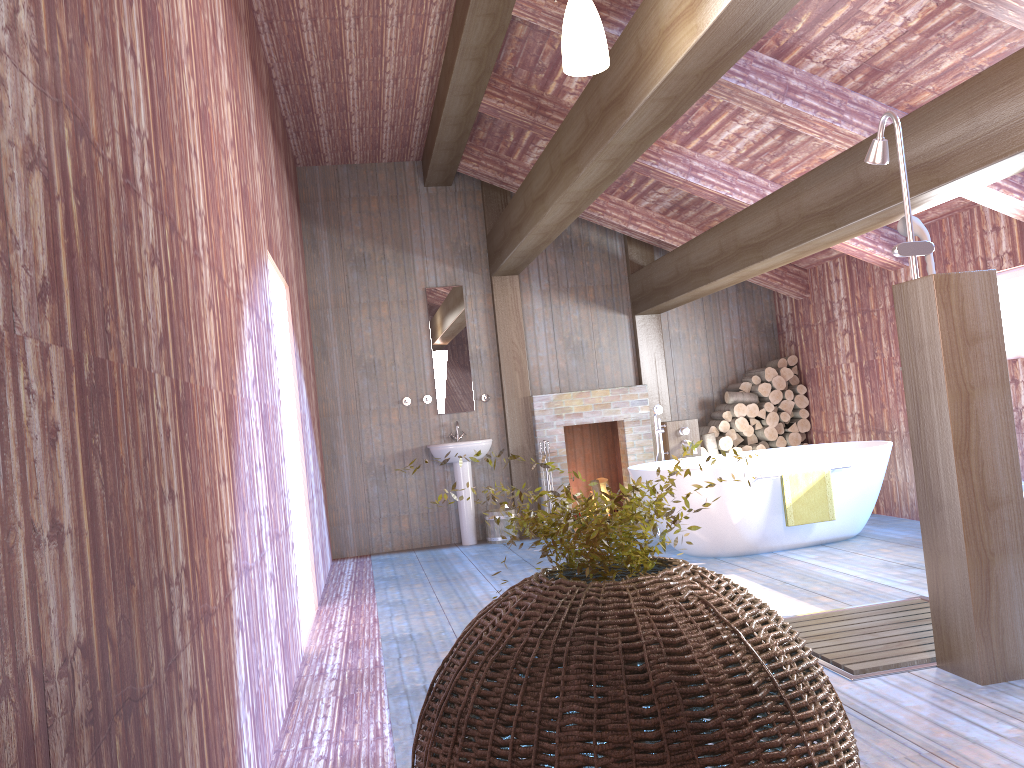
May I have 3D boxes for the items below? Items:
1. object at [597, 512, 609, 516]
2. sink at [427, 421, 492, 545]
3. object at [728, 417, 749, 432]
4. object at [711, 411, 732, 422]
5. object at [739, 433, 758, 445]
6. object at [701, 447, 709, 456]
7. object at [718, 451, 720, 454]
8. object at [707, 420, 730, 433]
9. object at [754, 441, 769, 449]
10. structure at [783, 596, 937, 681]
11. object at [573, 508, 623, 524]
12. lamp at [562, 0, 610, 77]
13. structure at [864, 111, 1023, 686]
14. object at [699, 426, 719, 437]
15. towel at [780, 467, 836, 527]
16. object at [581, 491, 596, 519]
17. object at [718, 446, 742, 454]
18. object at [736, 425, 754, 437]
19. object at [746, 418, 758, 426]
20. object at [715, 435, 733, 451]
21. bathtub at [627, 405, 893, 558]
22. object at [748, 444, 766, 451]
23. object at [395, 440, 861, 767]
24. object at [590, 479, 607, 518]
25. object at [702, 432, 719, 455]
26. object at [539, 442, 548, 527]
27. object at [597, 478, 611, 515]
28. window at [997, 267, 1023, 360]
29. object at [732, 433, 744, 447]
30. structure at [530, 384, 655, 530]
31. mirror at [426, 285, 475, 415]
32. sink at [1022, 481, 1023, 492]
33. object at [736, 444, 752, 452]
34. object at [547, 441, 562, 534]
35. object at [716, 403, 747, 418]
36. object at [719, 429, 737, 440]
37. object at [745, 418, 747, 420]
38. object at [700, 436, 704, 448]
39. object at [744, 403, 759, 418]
[{"bbox_3d":[0.873,1.329,8.788,0.085,0.084,0.278,-7,-3,36],"label":"object"},{"bbox_3d":[-0.433,0.905,8.102,0.582,1.143,0.475,-5,-2,-11],"label":"sink"},{"bbox_3d":[2.114,0.391,8.533,0.141,0.143,0.437,-5,-2,-12],"label":"object"},{"bbox_3d":[2.021,0.311,8.532,0.106,0.112,0.282,-5,-2,-9],"label":"object"},{"bbox_3d":[2.279,0.537,8.657,0.104,0.127,0.321,-5,-2,-10],"label":"object"},{"bbox_3d":[1.720,0.668,8.461,0.139,0.137,0.455,-5,-2,-12],"label":"object"},{"bbox_3d":[1.895,0.671,8.576,0.121,0.124,0.291,-5,-2,-9],"label":"object"},{"bbox_3d":[1.980,0.405,8.504,0.115,0.123,0.291,-5,-2,-9],"label":"object"},{"bbox_3d":[2.392,0.613,8.672,0.116,0.118,0.289,-5,-2,-12],"label":"object"},{"bbox_3d":[1.682,1.123,3.918,1.000,0.067,1.000,-5,-2,-10],"label":"structure"},{"bbox_3d":[0.838,1.358,9.096,0.829,0.085,0.935,-5,-2,-28],"label":"object"},{"bbox_3d":[0.226,-1.672,3.311,0.174,1.001,0.174,-5,-3,-29],"label":"lamp"},{"bbox_3d":[1.682,-0.016,3.430,0.328,2.209,0.522,-6,-2,11],"label":"structure"},{"bbox_3d":[1.874,0.462,8.531,0.114,0.113,0.301,-5,-2,-12],"label":"object"},{"bbox_3d":[2.002,0.762,5.991,0.370,0.361,0.032,-5,-2,-14],"label":"towel"},{"bbox_3d":[0.789,1.235,8.938,0.221,0.306,0.121,-6,-2,17],"label":"object"},{"bbox_3d":[2.058,0.663,8.527,0.139,0.148,0.458,-5,-2,-10],"label":"object"},{"bbox_3d":[2.217,0.446,8.546,0.115,0.123,0.291,-5,-2,-9],"label":"object"},{"bbox_3d":[2.280,0.363,8.565,0.088,0.092,0.280,-5,-2,-9],"label":"object"},{"bbox_3d":[1.963,0.562,8.500,0.138,0.147,0.440,-5,-2,-10],"label":"object"},{"bbox_3d":[1.839,0.635,6.551,1.935,1.109,1.460,-6,-2,12],"label":"bathtub"},{"bbox_3d":[2.300,0.627,8.554,0.098,0.100,0.437,-5,-2,-12],"label":"object"},{"bbox_3d":[0.243,0.648,1.973,0.972,1.073,0.970,-5,-3,-30],"label":"object"},{"bbox_3d":[0.865,1.165,8.787,0.098,0.434,0.283,-5,-2,-12],"label":"object"},{"bbox_3d":[1.869,0.607,8.307,0.147,0.298,0.109,-6,-2,-7],"label":"object"},{"bbox_3d":[0.248,0.951,8.062,0.136,0.846,0.062,-5,-3,-29],"label":"object"},{"bbox_3d":[0.934,1.182,9.030,0.140,0.459,0.266,-6,-2,8],"label":"object"},{"bbox_3d":[3.244,-0.439,6.163,0.054,0.587,1.255,-5,-2,-9],"label":"window"},{"bbox_3d":[2.132,0.536,8.629,0.128,0.150,0.323,-5,-2,-10],"label":"object"},{"bbox_3d":[0.789,0.719,8.466,1.130,1.330,0.226,-5,-2,-10],"label":"structure"},{"bbox_3d":[-0.580,-0.323,8.357,0.350,1.199,0.009,-5,-2,-10],"label":"mirror"},{"bbox_3d":[3.075,0.771,5.731,0.515,0.517,0.335,-5,-2,-9],"label":"sink"},{"bbox_3d":[2.199,0.641,8.540,0.114,0.120,0.303,-5,-2,-9],"label":"object"},{"bbox_3d":[0.395,0.949,8.075,0.206,0.871,0.126,-7,-3,33],"label":"object"},{"bbox_3d":[2.112,0.254,8.547,0.135,0.145,0.439,-5,-2,-10],"label":"object"},{"bbox_3d":[2.042,0.489,8.527,0.111,0.113,0.301,-5,-2,-11],"label":"object"},{"bbox_3d":[2.207,0.361,8.537,0.057,0.061,0.156,-5,-2,-11],"label":"object"},{"bbox_3d":[1.824,0.555,8.587,0.108,0.113,0.302,-5,-2,-10],"label":"object"},{"bbox_3d":[2.226,0.257,8.566,0.138,0.147,0.440,-5,-2,-10],"label":"object"}]
